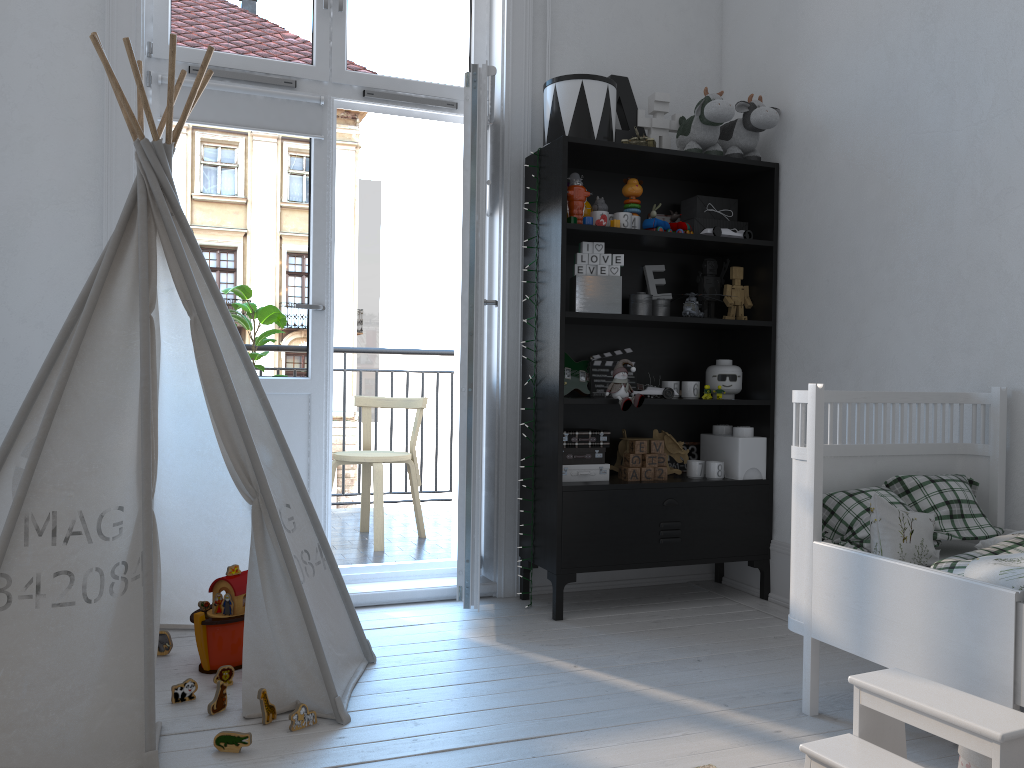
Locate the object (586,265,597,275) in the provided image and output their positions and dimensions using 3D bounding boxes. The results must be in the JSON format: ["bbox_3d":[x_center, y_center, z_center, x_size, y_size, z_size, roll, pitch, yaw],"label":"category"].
[{"bbox_3d":[0.279,-0.407,3.196,0.040,0.040,0.040,1,0,-17],"label":"object"}]

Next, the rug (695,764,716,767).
[{"bbox_3d":[0.194,0.819,0.728,1.320,0.016,2.028,1,0,-21],"label":"rug"}]

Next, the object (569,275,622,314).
[{"bbox_3d":[0.303,-0.319,3.229,0.170,0.138,0.124,1,0,-7],"label":"object"}]

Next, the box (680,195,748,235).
[{"bbox_3d":[0.801,-0.643,3.532,0.251,0.189,0.179,1,0,-22],"label":"box"}]

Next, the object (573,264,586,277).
[{"bbox_3d":[0.242,-0.407,3.184,0.040,0.040,0.040,1,0,-7],"label":"object"}]

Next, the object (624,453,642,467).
[{"bbox_3d":[0.450,0.283,3.305,0.050,0.050,0.050,1,0,-22],"label":"object"}]

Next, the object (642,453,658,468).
[{"bbox_3d":[0.510,0.284,3.308,0.050,0.050,0.050,1,0,-22],"label":"object"}]

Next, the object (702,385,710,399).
[{"bbox_3d":[0.734,0.031,3.345,0.031,0.054,0.042,1,0,28],"label":"object"}]

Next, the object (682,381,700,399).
[{"bbox_3d":[0.681,0.024,3.381,0.067,0.067,0.067,1,0,-8],"label":"object"}]

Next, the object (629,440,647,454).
[{"bbox_3d":[0.470,0.234,3.304,0.050,0.050,0.050,1,0,-22],"label":"object"}]

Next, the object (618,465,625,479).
[{"bbox_3d":[0.434,0.333,3.337,0.050,0.050,0.050,1,0,-22],"label":"object"}]

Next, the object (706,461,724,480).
[{"bbox_3d":[0.772,0.329,3.375,0.067,0.067,0.067,1,0,-8],"label":"object"}]

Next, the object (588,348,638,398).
[{"bbox_3d":[0.391,-0.045,3.434,0.201,0.199,0.048,1,1,-22],"label":"object"}]

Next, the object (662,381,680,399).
[{"bbox_3d":[0.609,0.023,3.403,0.067,0.067,0.067,1,0,-8],"label":"object"}]

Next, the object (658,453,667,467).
[{"bbox_3d":[0.550,0.285,3.353,0.050,0.050,0.050,1,0,-22],"label":"object"}]

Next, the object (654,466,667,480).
[{"bbox_3d":[0.557,0.335,3.327,0.050,0.050,0.050,1,0,8],"label":"object"}]

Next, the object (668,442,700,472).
[{"bbox_3d":[0.635,0.298,3.597,0.347,0.120,0.034,1,1,-22],"label":"object"}]

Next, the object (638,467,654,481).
[{"bbox_3d":[0.495,0.334,3.303,0.050,0.050,0.050,1,0,-17],"label":"object"}]

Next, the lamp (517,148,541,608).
[{"bbox_3d":[0.477,-0.018,3.433,0.985,1.684,0.095,1,1,-24],"label":"lamp"}]

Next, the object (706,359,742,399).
[{"bbox_3d":[0.835,-0.015,3.497,0.139,0.162,0.139,1,1,43],"label":"object"}]

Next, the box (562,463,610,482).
[{"bbox_3d":[0.230,0.323,3.293,0.215,0.062,0.179,1,0,-22],"label":"box"}]

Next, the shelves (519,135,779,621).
[{"bbox_3d":[0.525,-0.013,3.384,0.911,1.677,0.353,1,1,-22],"label":"shelves"}]

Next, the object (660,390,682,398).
[{"bbox_3d":[0.664,0.039,3.544,0.163,0.034,0.069,1,0,-22],"label":"object"}]

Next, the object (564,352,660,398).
[{"bbox_3d":[0.343,-0.014,3.444,0.542,0.239,0.093,1,1,-21],"label":"object"}]

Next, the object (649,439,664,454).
[{"bbox_3d":[0.543,0.235,3.335,0.050,0.050,0.050,1,0,-2],"label":"object"}]

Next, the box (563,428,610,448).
[{"bbox_3d":[0.231,0.200,3.293,0.215,0.062,0.179,1,0,-22],"label":"box"}]

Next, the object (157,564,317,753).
[{"bbox_3d":[-0.706,0.667,2.357,0.385,0.284,0.856,1,0,-30],"label":"object"}]

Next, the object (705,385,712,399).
[{"bbox_3d":[0.754,0.031,3.410,0.042,0.054,0.031,1,1,-22],"label":"object"}]

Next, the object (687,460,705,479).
[{"bbox_3d":[0.706,0.328,3.408,0.067,0.067,0.067,1,0,-8],"label":"object"}]

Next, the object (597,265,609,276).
[{"bbox_3d":[0.324,-0.406,3.194,0.040,0.040,0.040,1,0,-7],"label":"object"}]

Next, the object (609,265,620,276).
[{"bbox_3d":[0.370,-0.405,3.199,0.040,0.040,0.040,1,0,8],"label":"object"}]

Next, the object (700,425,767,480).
[{"bbox_3d":[0.870,0.264,3.500,0.132,0.199,0.267,1,0,-22],"label":"object"}]

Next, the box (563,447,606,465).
[{"bbox_3d":[0.213,0.261,3.285,0.215,0.062,0.179,1,0,-22],"label":"box"}]

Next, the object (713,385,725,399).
[{"bbox_3d":[0.793,0.032,3.394,0.042,0.054,0.031,1,1,23],"label":"object"}]

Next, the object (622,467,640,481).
[{"bbox_3d":[0.440,0.333,3.281,0.050,0.050,0.050,1,0,-22],"label":"object"}]

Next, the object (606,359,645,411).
[{"bbox_3d":[0.404,0.003,3.154,0.110,0.186,0.129,1,1,-35],"label":"object"}]

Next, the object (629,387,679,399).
[{"bbox_3d":[0.506,0.031,3.321,0.230,0.048,0.098,1,0,3],"label":"object"}]

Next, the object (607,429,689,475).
[{"bbox_3d":[0.527,0.268,3.458,0.337,0.186,0.111,1,0,-7],"label":"object"}]
